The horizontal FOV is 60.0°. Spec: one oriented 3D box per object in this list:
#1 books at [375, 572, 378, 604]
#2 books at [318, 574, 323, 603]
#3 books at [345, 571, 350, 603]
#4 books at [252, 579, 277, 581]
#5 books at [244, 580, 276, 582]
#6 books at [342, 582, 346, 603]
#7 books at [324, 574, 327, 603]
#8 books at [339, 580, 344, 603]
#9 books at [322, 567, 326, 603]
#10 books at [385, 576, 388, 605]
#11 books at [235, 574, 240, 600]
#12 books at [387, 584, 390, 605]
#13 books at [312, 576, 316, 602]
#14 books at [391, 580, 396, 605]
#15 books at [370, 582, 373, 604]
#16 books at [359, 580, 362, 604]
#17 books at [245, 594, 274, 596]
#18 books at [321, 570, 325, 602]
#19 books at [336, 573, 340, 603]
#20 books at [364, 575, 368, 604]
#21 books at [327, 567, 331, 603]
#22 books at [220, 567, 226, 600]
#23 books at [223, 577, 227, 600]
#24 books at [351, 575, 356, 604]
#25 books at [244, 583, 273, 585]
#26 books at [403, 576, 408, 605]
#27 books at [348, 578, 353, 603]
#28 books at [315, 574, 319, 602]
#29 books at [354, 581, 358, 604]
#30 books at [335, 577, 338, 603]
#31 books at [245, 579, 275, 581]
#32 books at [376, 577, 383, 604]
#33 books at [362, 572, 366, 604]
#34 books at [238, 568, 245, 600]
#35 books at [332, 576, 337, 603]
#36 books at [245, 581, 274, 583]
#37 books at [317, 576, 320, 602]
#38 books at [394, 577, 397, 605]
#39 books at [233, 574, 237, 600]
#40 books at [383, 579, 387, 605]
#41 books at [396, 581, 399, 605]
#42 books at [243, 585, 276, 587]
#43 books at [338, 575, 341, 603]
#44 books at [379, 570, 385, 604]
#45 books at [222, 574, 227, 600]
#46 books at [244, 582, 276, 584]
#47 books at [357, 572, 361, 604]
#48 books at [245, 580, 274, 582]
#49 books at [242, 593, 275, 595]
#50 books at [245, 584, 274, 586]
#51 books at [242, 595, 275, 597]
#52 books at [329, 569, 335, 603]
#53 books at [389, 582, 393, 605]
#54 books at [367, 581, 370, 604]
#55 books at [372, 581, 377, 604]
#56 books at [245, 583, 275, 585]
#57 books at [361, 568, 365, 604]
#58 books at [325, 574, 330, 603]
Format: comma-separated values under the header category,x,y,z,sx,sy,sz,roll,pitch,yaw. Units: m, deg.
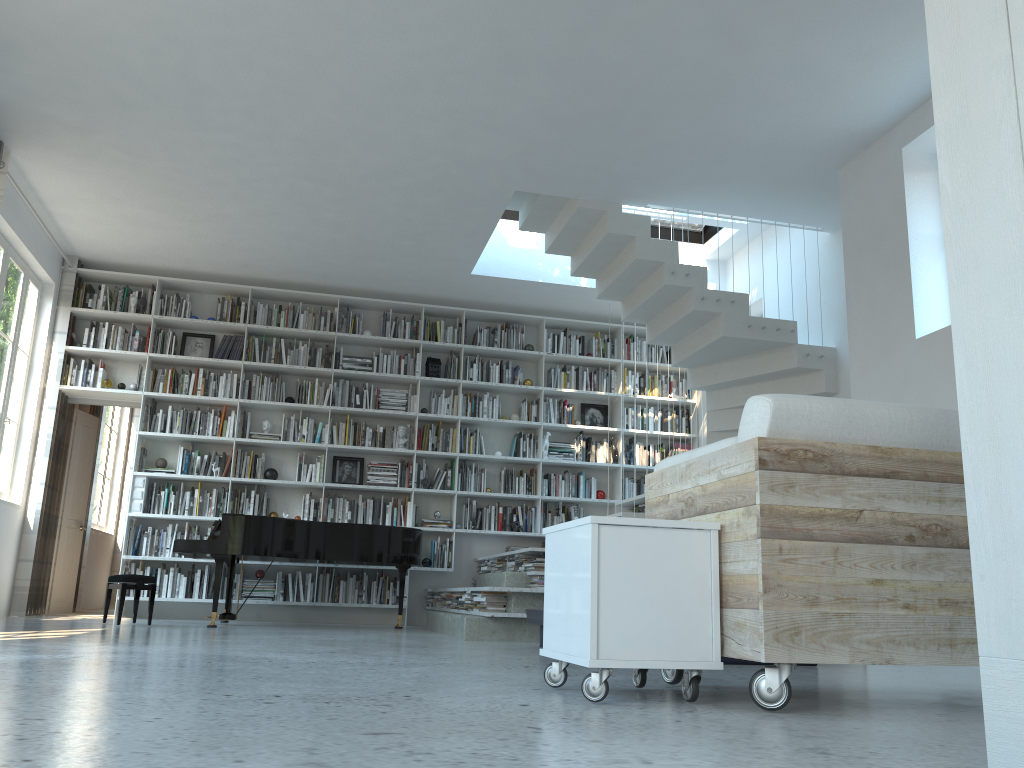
category,x,y,z,sx,sy,sz,roll,pitch,yaw
books,-1.287,1.932,8.387,0.011,0.292,0.184,5,-14,-12
books,-1.790,1.907,8.272,0.026,0.255,0.183,5,-14,-12
books,-1.551,1.913,8.346,0.026,0.293,0.155,5,-14,-12
books,-2.321,1.804,8.177,0.285,0.005,0.160,4,-14,-8
books,-2.324,1.817,8.186,0.285,0.005,0.160,5,-14,-12
books,-1.582,1.960,8.339,0.030,0.196,0.143,5,-14,-12
books,-1.753,1.916,8.310,0.010,0.258,0.131,5,-13,-12
books,-1.603,1.946,8.306,0.028,0.206,0.175,5,-14,-12
books,-1.760,1.873,8.305,0.014,0.339,0.140,5,-13,-12
books,-1.194,1.958,8.406,0.011,0.257,0.172,5,-14,-12
books,-2.512,1.863,8.128,0.027,0.226,0.139,5,-14,-12
books,-1.181,1.994,8.412,0.024,0.190,0.155,5,-14,-12
books,-1.850,1.917,8.285,0.021,0.237,0.116,5,-13,-12
books,-1.134,1.981,8.428,0.028,0.227,0.162,5,-14,-12
books,-1.326,1.970,8.363,0.010,0.205,0.180,5,-14,-12
books,-1.434,1.961,8.355,0.022,0.212,0.167,5,-14,-12
books,-2.326,1.938,8.149,0.254,0.007,0.161,6,-14,-16
books,-1.770,1.887,8.282,0.014,0.300,0.185,5,-14,-12
books,-1.638,1.915,8.330,0.012,0.275,0.155,5,-14,-12
books,-1.385,1.943,8.379,0.024,0.261,0.132,5,-13,-12
books,-1.713,1.876,8.308,0.012,0.336,0.144,5,-13,-12
books,-2.640,1.824,8.109,0.012,0.284,0.160,5,-14,-12
books,-2.612,1.869,8.104,0.025,0.197,0.160,5,-14,-12
books,-1.496,1.934,8.356,0.028,0.260,0.133,5,-14,-12
books,-2.326,1.846,8.169,0.285,0.005,0.160,6,-14,-16
books,-1.022,1.953,8.386,0.038,0.268,0.278,5,-14,-12
books,-1.525,1.945,8.348,0.030,0.234,0.138,5,-14,-12
books,-1.824,1.910,8.285,0.012,0.253,0.161,5,-14,-12
books,-1.471,1.964,8.354,0.024,0.203,0.145,5,-14,-12
books,-1.650,1.932,8.319,0.012,0.238,0.129,5,-14,-12
books,-2.323,1.811,8.185,0.254,0.005,0.161,5,-14,-11
books,-1.258,1.952,8.378,0.044,0.250,0.187,5,-14,-12
books,-1.400,1.925,8.363,0.014,0.287,0.185,5,-14,-12
books,-2.486,1.838,8.140,0.027,0.281,0.129,5,-13,-12
books,-1.667,1.927,8.319,0.022,0.246,0.144,5,-14,-12
books,-2.324,1.827,8.183,0.254,0.005,0.161,5,-14,-12
books,-1.814,1.919,8.289,0.010,0.237,0.134,5,-14,-12
books,-1.112,1.966,8.427,0.013,0.255,0.177,5,-14,-12
books,-2.534,1.857,8.115,0.023,0.231,0.164,5,-14,-12
books,-1.217,1.969,8.414,0.028,0.238,0.140,5,-14,-12
books,-1.091,1.986,8.421,0.029,0.217,0.191,5,-14,-12
books,-2.328,1.864,8.172,0.285,0.005,0.160,5,-14,-11
books,-1.627,1.927,8.330,0.012,0.254,0.151,5,-14,-12
books,-1.230,1.924,8.396,0.013,0.316,0.187,5,-14,-12
books,-2.630,1.852,8.108,0.012,0.230,0.138,5,-14,-12
books,-2.323,1.837,8.174,0.285,0.005,0.160,6,-14,-15
books,-1.448,1.923,8.355,0.013,0.284,0.185,5,-14,-12
books,-2.324,1.822,8.184,0.254,0.005,0.161,5,-14,-12
books,-2.326,1.932,8.155,0.285,0.007,0.160,4,-14,-10
books,-2.328,1.853,8.176,0.254,0.005,0.161,5,-14,-12
books,-2.325,1.944,8.145,0.285,0.007,0.160,4,-14,-8
books,-1.691,1.891,8.311,0.034,0.310,0.170,5,-14,-12
books,-1.156,1.987,8.409,0.022,0.204,0.191,5,-14,-12
books,-1.357,1.972,8.388,0.040,0.212,0.129,5,-14,-12
books,-1.307,1.970,8.372,0.029,0.209,0.171,5,-14,-12
books,-2.323,1.841,8.171,0.254,0.005,0.161,4,-14,-9
books,-1.412,1.900,8.364,0.014,0.335,0.183,5,-14,-12
books,-1.734,1.913,8.305,0.025,0.263,0.145,5,-14,-12
